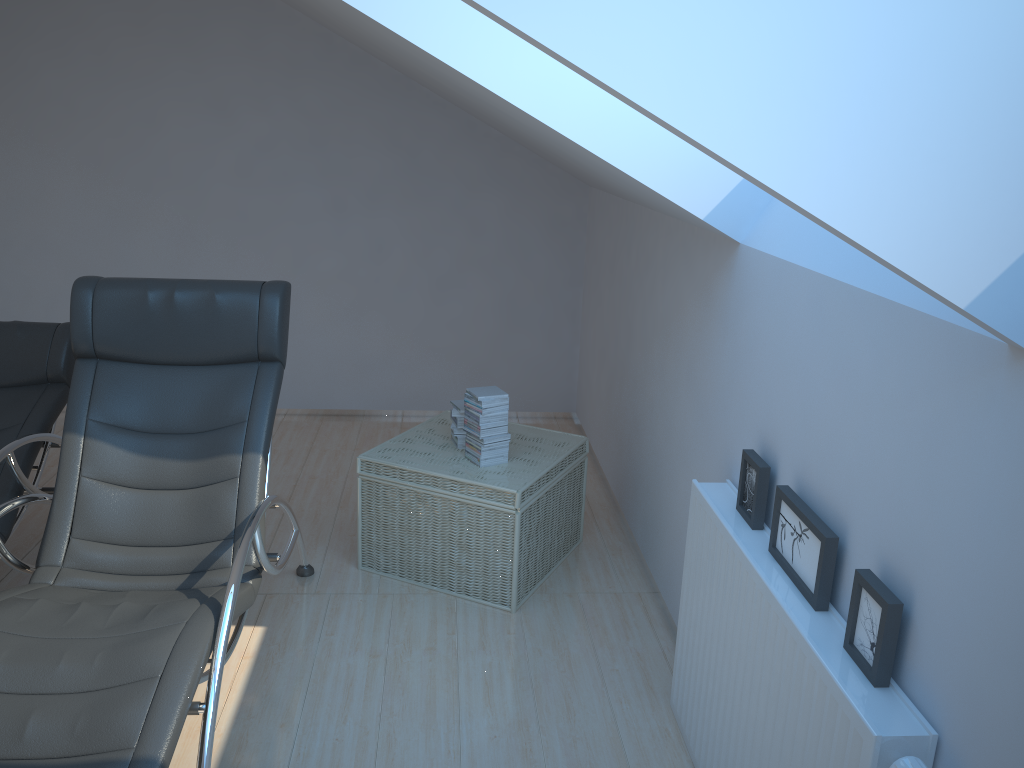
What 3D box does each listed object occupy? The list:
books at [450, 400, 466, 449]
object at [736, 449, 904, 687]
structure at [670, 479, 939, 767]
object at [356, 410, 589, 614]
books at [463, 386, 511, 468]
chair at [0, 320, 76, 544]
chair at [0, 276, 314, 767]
[{"bbox_3d":[-0.183,0.173,3.799,0.162,0.184,0.165,1,16,-6],"label":"books"},{"bbox_3d":[0.687,0.385,2.096,0.030,0.180,0.846,1,16,-5],"label":"object"},{"bbox_3d":[0.645,0.858,2.193,0.120,0.800,1.324,1,16,-5],"label":"structure"},{"bbox_3d":[-0.153,0.509,3.850,0.745,0.518,0.744,9,17,24],"label":"object"},{"bbox_3d":[-0.105,0.173,3.594,0.149,0.300,0.149,-8,19,-32],"label":"books"},{"bbox_3d":[-2.163,0.424,3.055,0.836,0.953,2.114,1,16,-5],"label":"chair"},{"bbox_3d":[-1.149,0.436,2.605,0.836,1.251,1.938,1,16,-5],"label":"chair"}]
